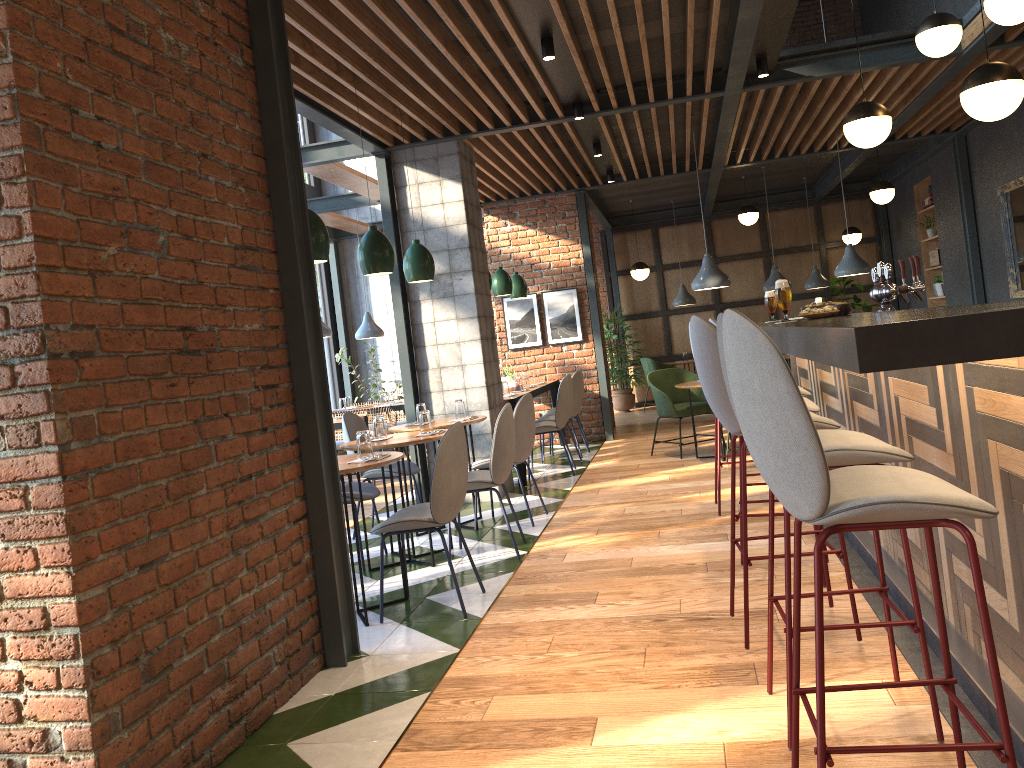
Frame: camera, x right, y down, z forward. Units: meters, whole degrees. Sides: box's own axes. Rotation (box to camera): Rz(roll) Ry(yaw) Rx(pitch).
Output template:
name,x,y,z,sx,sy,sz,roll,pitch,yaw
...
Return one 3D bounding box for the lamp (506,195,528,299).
name,x,y,z,sx,sy,sz,roll,pitch,yaw
lamp,-0.042,-1.973,10.017,0.223,2.022,0.224,-7,0,15

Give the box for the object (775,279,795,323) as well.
name,x,y,z,sx,sy,sz,roll,pitch,yaw
object,1.160,-0.356,3.780,0.070,0.183,0.070,-7,0,32

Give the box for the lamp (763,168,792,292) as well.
name,x,y,z,sx,sy,sz,roll,pitch,yaw
lamp,3.087,-3.412,11.201,0.354,4.491,0.352,-7,0,-44

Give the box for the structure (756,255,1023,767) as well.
name,x,y,z,sx,sy,sz,roll,pitch,yaw
structure,2.509,0.070,3.563,2.913,1.396,4.928,-6,2,11

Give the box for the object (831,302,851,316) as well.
name,x,y,z,sx,sy,sz,roll,pitch,yaw
object,1.416,-0.323,3.808,0.078,0.060,0.108,-6,2,19

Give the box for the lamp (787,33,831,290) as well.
name,x,y,z,sx,sy,sz,roll,pitch,yaw
lamp,4.059,-3.586,12.552,0.354,4.491,0.352,-7,0,-44

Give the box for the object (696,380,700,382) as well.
name,x,y,z,sx,sy,sz,roll,pitch,yaw
object,1.831,-0.041,8.155,0.243,0.019,0.157,-8,3,-20

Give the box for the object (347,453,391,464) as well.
name,x,y,z,sx,sy,sz,roll,pitch,yaw
object,-0.705,0.364,4.350,0.157,0.019,0.243,-6,2,15

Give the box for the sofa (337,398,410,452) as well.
name,x,y,z,sx,sy,sz,roll,pitch,yaw
sofa,-1.619,0.581,11.147,1.090,0.733,0.471,-7,1,11

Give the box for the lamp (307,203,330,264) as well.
name,x,y,z,sx,sy,sz,roll,pitch,yaw
lamp,-1.129,-1.606,4.413,0.223,2.022,0.224,-7,0,15

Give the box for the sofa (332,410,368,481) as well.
name,x,y,z,sx,sy,sz,roll,pitch,yaw
sofa,-1.986,0.705,9.256,1.090,0.733,0.471,-7,1,11

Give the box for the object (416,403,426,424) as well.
name,x,y,z,sx,sy,sz,roll,pitch,yaw
object,-0.642,0.208,6.301,0.080,0.138,0.080,-7,0,-11

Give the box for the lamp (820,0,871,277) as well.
name,x,y,z,sx,sy,sz,roll,pitch,yaw
lamp,3.174,-3.328,8.953,0.354,4.491,0.352,-7,0,-44

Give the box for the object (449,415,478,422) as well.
name,x,y,z,sx,sy,sz,roll,pitch,yaw
object,-0.340,0.242,6.207,0.157,0.019,0.243,-6,2,16

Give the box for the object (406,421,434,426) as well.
name,x,y,z,sx,sy,sz,roll,pitch,yaw
object,-0.653,0.275,6.319,0.157,0.019,0.243,-6,2,16

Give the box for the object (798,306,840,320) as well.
name,x,y,z,sx,sy,sz,roll,pitch,yaw
object,1.298,-0.302,3.737,0.163,0.052,0.292,-6,2,20

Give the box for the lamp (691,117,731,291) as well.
name,x,y,z,sx,sy,sz,roll,pitch,yaw
lamp,1.535,-3.092,8.023,0.354,4.491,0.352,-7,0,-44

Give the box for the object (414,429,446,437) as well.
name,x,y,z,sx,sy,sz,roll,pitch,yaw
object,-0.499,0.296,5.376,0.157,0.019,0.243,-7,2,8

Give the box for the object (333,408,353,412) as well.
name,x,y,z,sx,sy,sz,roll,pitch,yaw
object,-2.015,0.305,10.486,0.242,0.019,0.158,-6,2,10

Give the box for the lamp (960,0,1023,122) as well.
name,x,y,z,sx,sy,sz,roll,pitch,yaw
lamp,2.035,-3.116,4.156,0.268,3.795,0.268,-7,0,2

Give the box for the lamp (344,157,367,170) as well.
name,x,y,z,sx,sy,sz,roll,pitch,yaw
lamp,-2.031,-4.367,10.265,0.267,3.795,0.269,-7,0,32

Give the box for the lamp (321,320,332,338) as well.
name,x,y,z,sx,sy,sz,roll,pitch,yaw
lamp,-2.180,-2.668,8.580,0.353,4.491,0.352,-7,0,-27

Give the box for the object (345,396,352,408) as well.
name,x,y,z,sx,sy,sz,roll,pitch,yaw
object,-1.999,0.223,10.799,0.080,0.138,0.080,-7,0,-16

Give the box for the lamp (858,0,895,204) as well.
name,x,y,z,sx,sy,sz,roll,pitch,yaw
lamp,4.025,-3.941,10.143,0.269,3.795,0.268,-7,0,-17

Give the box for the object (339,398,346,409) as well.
name,x,y,z,sx,sy,sz,roll,pitch,yaw
object,-2.012,0.237,10.508,0.080,0.138,0.080,-7,0,43

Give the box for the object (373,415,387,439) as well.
name,x,y,z,sx,sy,sz,roll,pitch,yaw
object,-0.812,0.265,5.426,0.080,0.138,0.080,-7,0,21

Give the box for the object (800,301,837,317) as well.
name,x,y,z,sx,sy,sz,roll,pitch,yaw
object,1.399,-0.335,3.981,0.168,0.072,0.168,-6,2,31

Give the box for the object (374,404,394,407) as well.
name,x,y,z,sx,sy,sz,roll,pitch,yaw
object,-1.516,0.249,10.388,0.242,0.019,0.158,-6,2,11

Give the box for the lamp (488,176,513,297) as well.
name,x,y,z,sx,sy,sz,roll,pitch,yaw
lamp,-0.212,-1.916,9.142,0.223,2.022,0.224,-7,0,15

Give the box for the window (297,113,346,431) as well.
name,x,y,z,sx,sy,sz,roll,pitch,yaw
window,-3.411,-1.914,7.722,0.127,5.599,8.735,-7,2,11

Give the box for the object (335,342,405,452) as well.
name,x,y,z,sx,sy,sz,roll,pitch,yaw
object,-1.747,0.189,11.590,0.857,1.498,0.900,-7,0,30

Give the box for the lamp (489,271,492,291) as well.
name,x,y,z,sx,sy,sz,roll,pitch,yaw
lamp,-0.405,-1.851,8.148,0.223,2.022,0.224,-7,0,15

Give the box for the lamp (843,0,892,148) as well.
name,x,y,z,sx,sy,sz,roll,pitch,yaw
lamp,1.884,-3.276,5.231,0.268,3.795,0.268,-7,0,13

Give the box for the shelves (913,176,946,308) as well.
name,x,y,z,sx,sy,sz,roll,pitch,yaw
shelves,5.563,-1.279,11.347,0.284,2.707,0.837,-7,0,11

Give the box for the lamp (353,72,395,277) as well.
name,x,y,z,sx,sy,sz,roll,pitch,yaw
lamp,-0.937,-1.671,5.407,0.223,2.022,0.224,-7,0,15

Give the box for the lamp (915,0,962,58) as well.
name,x,y,z,sx,sy,sz,roll,pitch,yaw
lamp,2.482,-3.952,5.602,0.268,3.795,0.268,-7,0,17

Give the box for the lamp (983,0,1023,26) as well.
name,x,y,z,sx,sy,sz,roll,pitch,yaw
lamp,2.433,-3.785,4.690,0.269,3.795,0.267,-7,0,-24

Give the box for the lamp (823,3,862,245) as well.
name,x,y,z,sx,sy,sz,roll,pitch,yaw
lamp,4.731,-3.902,12.888,0.269,3.795,0.267,-7,0,-36

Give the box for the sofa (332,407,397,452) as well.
name,x,y,z,sx,sy,sz,roll,pitch,yaw
sofa,-1.834,0.654,10.038,1.090,0.733,0.471,-7,1,11

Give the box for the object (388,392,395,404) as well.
name,x,y,z,sx,sy,sz,roll,pitch,yaw
object,-1.464,0.163,10.694,0.080,0.138,0.080,-7,0,-16

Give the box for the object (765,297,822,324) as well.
name,x,y,z,sx,sy,sz,roll,pitch,yaw
object,1.450,-0.377,4.439,0.321,0.106,1.513,-6,2,15

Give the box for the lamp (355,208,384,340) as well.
name,x,y,z,sx,sy,sz,roll,pitch,yaw
lamp,-1.980,-2.782,10.701,0.354,4.491,0.352,-7,0,-44

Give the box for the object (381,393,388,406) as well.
name,x,y,z,sx,sy,sz,roll,pitch,yaw
object,-1.507,0.180,10.409,0.080,0.138,0.080,-7,0,-16

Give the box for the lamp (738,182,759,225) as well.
name,x,y,z,sx,sy,sz,roll,pitch,yaw
lamp,2.941,-4.000,11.822,0.268,3.795,0.268,-7,0,-9

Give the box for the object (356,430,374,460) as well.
name,x,y,z,sx,sy,sz,roll,pitch,yaw
object,-0.730,0.299,4.376,0.080,0.138,0.080,-7,0,-42

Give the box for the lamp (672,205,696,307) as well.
name,x,y,z,sx,sy,sz,roll,pitch,yaw
lamp,2.315,-3.406,13.259,0.354,4.491,0.352,-7,0,-44

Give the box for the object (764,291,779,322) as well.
name,x,y,z,sx,sy,sz,roll,pitch,yaw
object,1.509,-0.454,5.155,0.070,0.178,0.070,-7,0,15

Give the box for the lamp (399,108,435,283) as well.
name,x,y,z,sx,sy,sz,roll,pitch,yaw
lamp,-0.767,-1.729,6.282,0.223,2.022,0.224,-7,0,15

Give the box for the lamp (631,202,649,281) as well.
name,x,y,z,sx,sy,sz,roll,pitch,yaw
lamp,1.632,-3.372,12.760,0.269,3.795,0.267,-7,0,-36

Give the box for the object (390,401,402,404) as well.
name,x,y,z,sx,sy,sz,roll,pitch,yaw
object,-1.431,0.225,10.712,0.242,0.019,0.158,-6,2,11

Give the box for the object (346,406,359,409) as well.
name,x,y,z,sx,sy,sz,roll,pitch,yaw
object,-1.966,0.285,10.817,0.242,0.019,0.158,-6,2,11

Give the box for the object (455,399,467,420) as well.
name,x,y,z,sx,sy,sz,roll,pitch,yaw
object,-0.364,0.177,6.234,0.080,0.138,0.080,-7,0,-21

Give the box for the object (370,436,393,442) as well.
name,x,y,z,sx,sy,sz,roll,pitch,yaw
object,-0.825,0.333,5.440,0.157,0.019,0.243,-7,2,8

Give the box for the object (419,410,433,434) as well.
name,x,y,z,sx,sy,sz,roll,pitch,yaw
object,-0.527,0.232,5.401,0.080,0.138,0.080,-7,0,-39
